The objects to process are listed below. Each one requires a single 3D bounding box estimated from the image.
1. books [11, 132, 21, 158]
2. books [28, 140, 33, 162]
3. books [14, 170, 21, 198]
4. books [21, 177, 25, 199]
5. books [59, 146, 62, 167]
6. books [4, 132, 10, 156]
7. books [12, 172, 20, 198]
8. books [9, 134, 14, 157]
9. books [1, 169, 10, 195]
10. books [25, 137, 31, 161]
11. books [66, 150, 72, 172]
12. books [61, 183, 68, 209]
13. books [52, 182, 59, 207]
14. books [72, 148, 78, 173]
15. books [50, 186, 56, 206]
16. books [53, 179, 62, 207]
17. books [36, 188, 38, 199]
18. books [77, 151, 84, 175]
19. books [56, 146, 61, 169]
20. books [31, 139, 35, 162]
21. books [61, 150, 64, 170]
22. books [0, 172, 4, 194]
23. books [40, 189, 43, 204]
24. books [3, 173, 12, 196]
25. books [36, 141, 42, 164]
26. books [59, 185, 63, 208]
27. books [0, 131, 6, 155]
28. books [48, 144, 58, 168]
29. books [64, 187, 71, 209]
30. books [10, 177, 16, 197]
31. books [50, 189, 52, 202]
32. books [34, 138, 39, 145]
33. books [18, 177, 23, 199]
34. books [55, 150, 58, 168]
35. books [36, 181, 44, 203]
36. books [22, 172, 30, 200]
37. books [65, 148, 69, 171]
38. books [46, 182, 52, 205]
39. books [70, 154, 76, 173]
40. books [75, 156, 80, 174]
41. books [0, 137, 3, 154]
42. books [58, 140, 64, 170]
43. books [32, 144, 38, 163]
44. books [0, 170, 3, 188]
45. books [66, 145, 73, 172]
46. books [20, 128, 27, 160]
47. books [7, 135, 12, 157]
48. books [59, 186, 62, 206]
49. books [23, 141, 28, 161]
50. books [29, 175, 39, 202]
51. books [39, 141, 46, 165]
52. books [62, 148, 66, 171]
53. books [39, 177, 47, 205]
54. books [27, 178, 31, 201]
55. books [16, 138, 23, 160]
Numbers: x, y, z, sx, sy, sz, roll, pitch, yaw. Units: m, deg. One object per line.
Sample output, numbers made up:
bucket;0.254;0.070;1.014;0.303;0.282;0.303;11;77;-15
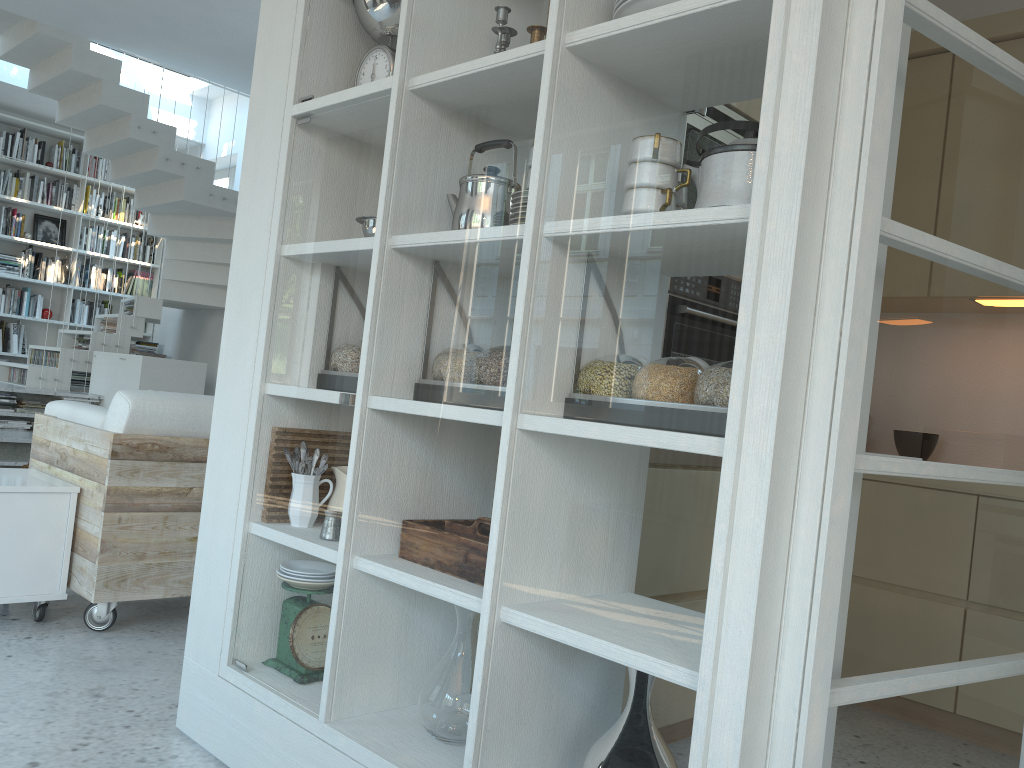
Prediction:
books;-4.806;-2.283;8.555;0.150;0.278;0.048;6;-1;45
books;-4.719;-2.250;8.639;0.172;0.236;0.022;6;-1;45
books;-4.808;-1.922;8.594;0.162;0.296;0.011;6;-1;45
books;-4.788;-1.889;8.637;0.146;0.236;0.024;6;-1;45
books;-4.537;-2.236;8.846;0.136;0.259;0.017;6;-1;45
books;-4.864;-2.273;8.486;0.184;0.242;0.026;6;-1;45
books;-4.817;-1.906;8.574;0.167;0.261;0.026;6;-1;45
books;-4.846;-2.274;8.540;0.140;0.249;0.027;6;-1;45
books;-4.886;-1.926;8.518;0.166;0.282;0.052;6;-1;45
books;-4.730;-2.265;8.626;0.168;0.262;0.014;6;-1;45
books;-4.469;-2.215;8.886;0.186;0.235;0.018;5;-1;45
books;-4.509;-1.869;8.879;0.177;0.272;0.036;6;-1;45
books;-4.571;-1.873;8.834;0.156;0.264;0.023;6;-1;45
books;-4.434;-2.232;8.952;0.136;0.279;0.025;6;-1;45
books;-4.586;-1.852;8.808;0.165;0.217;0.031;6;-1;45
books;-4.544;-1.885;8.840;0.180;0.294;0.022;6;-1;45
books;-4.699;-1.869;8.719;0.145;0.221;0.013;6;-1;45
books;-4.384;-2.217;8.981;0.163;0.263;0.026;6;-1;45
books;-4.539;-2.233;8.825;0.188;0.252;0.016;6;-1;45
books;-4.709;-2.258;8.660;0.151;0.254;0.021;6;-1;45
books;-4.510;-2.216;8.844;0.170;0.226;0.007;6;-1;45
books;-4.911;-1.906;8.494;0.141;0.236;0.013;6;-1;45
books;-4.678;-1.853;8.767;0.130;0.196;0.027;6;-1;45
books;-4.867;-1.907;8.551;0.130;0.250;0.026;6;-1;45
books;-4.667;-2.251;8.717;0.160;0.254;0.012;6;-1;45
books;-4.533;-1.860;8.869;0.151;0.249;0.011;6;-1;45
books;-4.885;-2.281;8.471;0.178;0.250;0.025;6;-1;45
books;-4.557;-2.238;8.795;0.169;0.256;0.019;6;-1;45
books;-4.493;-1.851;8.908;0.162;0.241;0.030;6;-1;45
books;-4.835;-1.882;8.553;0.175;0.207;0.025;5;-1;45
books;-4.609;-1.854;8.800;0.177;0.216;0.013;5;-1;45
books;-4.689;-2.267;8.698;0.153;0.279;0.012;6;-1;45
books;-4.798;-1.884;8.608;0.157;0.224;0.030;6;-1;45
books;-4.551;-2.219;8.807;0.182;0.220;0.008;5;-1;45
books;-4.663;-1.869;8.714;0.187;0.230;0.030;5;-1;45
books;-4.753;-1.911;8.640;0.156;0.288;0.026;6;-1;45
books;-4.495;-2.229;8.889;0.146;0.257;0.017;6;-1;45
books;-4.605;-1.866;8.778;0.189;0.240;0.014;5;-1;45
books;-4.445;-2.199;8.920;0.169;0.210;0.029;5;-1;45
books;-4.423;-2.196;8.976;0.131;0.211;0.031;6;-1;45
books;-4.897;-2.248;8.446;0.189;0.182;0.022;5;-1;45
books;-4.515;-2.264;8.845;0.165;0.321;0.007;6;-1;45
books;-4.687;-2.229;8.667;0.190;0.202;0.024;5;-1;45
books;-4.920;-1.916;8.487;0.160;0.254;0.012;6;-1;45
books;-4.466;-2.246;8.914;0.131;0.299;0.020;6;-1;45
books;-4.754;-2.304;8.593;0.180;0.332;0.014;6;-1;45
books;-4.853;-2.266;8.510;0.168;0.231;0.024;6;-1;45
books;-4.552;-1.862;8.870;0.162;0.249;0.014;6;-1;45
books;-4.761;-2.248;8.624;0.133;0.220;0.030;6;-1;45
books;-4.687;-1.891;8.648;0.245;0.265;0.032;5;-1;45
books;-4.643;-2.250;8.723;0.164;0.257;0.030;6;-1;45
books;-4.502;-2.226;8.861;0.164;0.248;0.031;6;-1;45
books;-4.641;-1.892;8.773;0.162;0.283;0.048;6;-1;45
books;-4.745;-1.884;8.665;0.142;0.238;0.025;6;-1;45
books;-4.783;-2.256;8.584;0.148;0.231;0.031;6;-1;45
